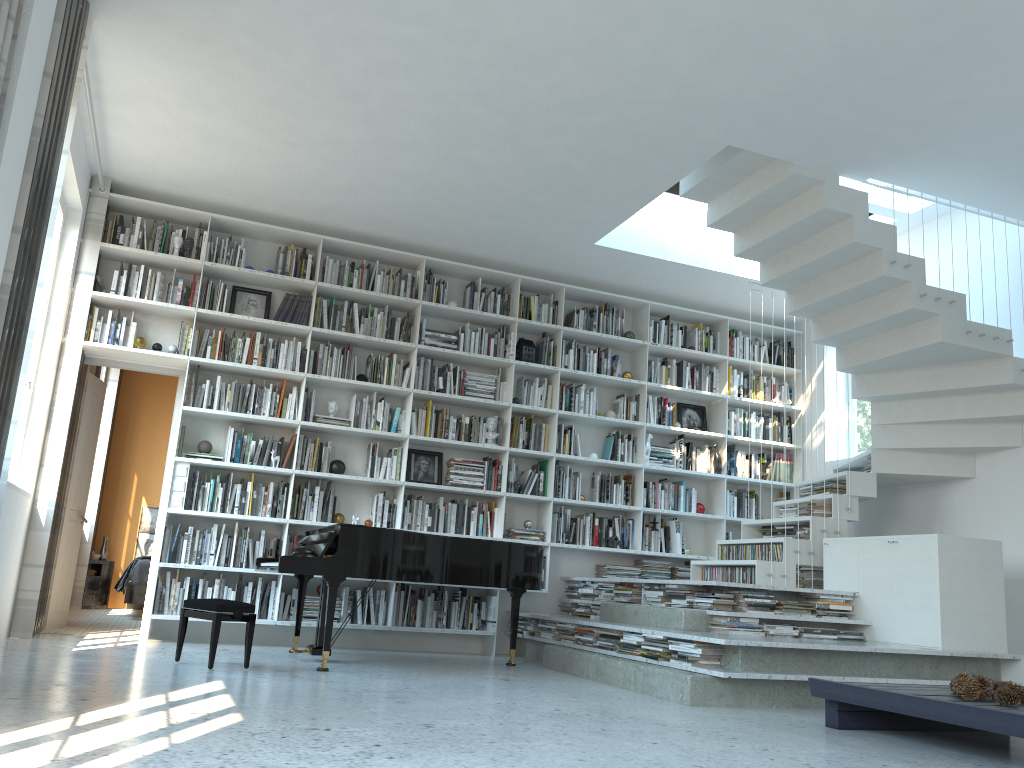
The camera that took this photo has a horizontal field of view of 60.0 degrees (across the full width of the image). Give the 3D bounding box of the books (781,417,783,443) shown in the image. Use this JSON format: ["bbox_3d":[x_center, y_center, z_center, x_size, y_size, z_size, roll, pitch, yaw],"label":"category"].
[{"bbox_3d":[2.541,0.464,8.492,0.013,0.282,0.149,9,-13,-20],"label":"books"}]

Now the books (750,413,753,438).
[{"bbox_3d":[2.211,0.419,8.353,0.022,0.262,0.173,9,-13,-20],"label":"books"}]

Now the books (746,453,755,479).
[{"bbox_3d":[2.212,0.786,8.296,0.029,0.258,0.171,9,-13,-20],"label":"books"}]

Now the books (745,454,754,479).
[{"bbox_3d":[2.192,0.786,8.276,0.022,0.246,0.181,9,-13,-20],"label":"books"}]

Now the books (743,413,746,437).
[{"bbox_3d":[2.148,0.412,8.333,0.013,0.259,0.158,9,-13,-20],"label":"books"}]

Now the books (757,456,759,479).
[{"bbox_3d":[2.266,0.802,8.326,0.025,0.248,0.134,9,-13,-20],"label":"books"}]

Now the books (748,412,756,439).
[{"bbox_3d":[2.235,0.414,8.369,0.030,0.283,0.166,9,-13,-20],"label":"books"}]

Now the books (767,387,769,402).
[{"bbox_3d":[2.406,0.133,8.507,0.034,0.182,0.157,9,-13,-20],"label":"books"}]

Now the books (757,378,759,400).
[{"bbox_3d":[2.272,0.071,8.367,0.013,0.222,0.175,9,-13,-20],"label":"books"}]

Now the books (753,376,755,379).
[{"bbox_3d":[2.242,0.059,8.367,0.022,0.242,0.145,9,-13,-20],"label":"books"}]

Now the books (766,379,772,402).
[{"bbox_3d":[2.442,0.095,8.507,0.022,0.260,0.160,9,-13,-20],"label":"books"}]

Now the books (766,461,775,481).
[{"bbox_3d":[2.385,0.834,8.344,0.089,0.216,0.167,9,-13,-20],"label":"books"}]

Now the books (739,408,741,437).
[{"bbox_3d":[2.094,0.388,8.327,0.022,0.296,0.162,9,-13,-20],"label":"books"}]

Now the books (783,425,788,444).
[{"bbox_3d":[2.563,0.506,8.475,0.029,0.195,0.192,9,-13,-20],"label":"books"}]

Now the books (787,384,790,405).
[{"bbox_3d":[2.631,0.135,8.591,0.040,0.246,0.160,9,-13,-20],"label":"books"}]

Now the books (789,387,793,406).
[{"bbox_3d":[2.661,0.150,8.580,0.011,0.216,0.170,9,-13,-20],"label":"books"}]

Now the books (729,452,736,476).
[{"bbox_3d":[2.016,0.760,8.207,0.022,0.242,0.171,9,-13,-20],"label":"books"}]

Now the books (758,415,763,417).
[{"bbox_3d":[2.345,0.442,8.434,0.010,0.273,0.130,9,-13,-20],"label":"books"}]

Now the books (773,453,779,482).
[{"bbox_3d":[2.460,0.805,8.381,0.033,0.293,0.169,9,-13,-20],"label":"books"}]

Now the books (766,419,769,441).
[{"bbox_3d":[2.384,0.465,8.441,0.028,0.236,0.146,9,-13,-20],"label":"books"}]

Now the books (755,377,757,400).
[{"bbox_3d":[2.257,0.064,8.373,0.012,0.237,0.166,9,-13,-20],"label":"books"}]

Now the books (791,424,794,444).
[{"bbox_3d":[2.641,0.508,8.512,0.021,0.218,0.184,9,-13,-20],"label":"books"}]

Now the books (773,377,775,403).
[{"bbox_3d":[2.471,0.090,8.532,0.023,0.286,0.163,9,-13,-20],"label":"books"}]

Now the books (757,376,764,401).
[{"bbox_3d":[2.290,0.070,8.399,0.042,0.241,0.248,9,-13,-20],"label":"books"}]

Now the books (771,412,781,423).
[{"bbox_3d":[2.527,0.440,8.500,0.013,0.329,0.140,9,-13,-20],"label":"books"}]

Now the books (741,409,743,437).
[{"bbox_3d":[2.113,0.390,8.322,0.012,0.292,0.166,9,-13,-20],"label":"books"}]

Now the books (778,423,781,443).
[{"bbox_3d":[2.492,0.487,8.450,0.025,0.211,0.188,9,-13,-20],"label":"books"}]

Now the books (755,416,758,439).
[{"bbox_3d":[2.274,0.438,8.396,0.012,0.253,0.161,9,-13,-20],"label":"books"}]

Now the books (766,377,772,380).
[{"bbox_3d":[2.451,0.086,8.537,0.011,0.293,0.151,9,-13,-20],"label":"books"}]

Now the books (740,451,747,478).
[{"bbox_3d":[2.110,0.765,8.241,0.056,0.261,0.177,9,-13,-20],"label":"books"}]

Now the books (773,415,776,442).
[{"bbox_3d":[2.448,0.449,8.444,0.013,0.276,0.188,9,-13,-20],"label":"books"}]

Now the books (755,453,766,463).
[{"bbox_3d":[2.330,0.795,8.342,0.026,0.277,0.170,9,-13,-20],"label":"books"}]

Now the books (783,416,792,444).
[{"bbox_3d":[2.615,0.468,8.508,0.042,0.291,0.186,9,-13,-20],"label":"books"}]

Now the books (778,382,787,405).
[{"bbox_3d":[2.600,0.125,8.581,0.029,0.257,0.163,9,-13,-20],"label":"books"}]

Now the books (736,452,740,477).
[{"bbox_3d":[2.051,0.764,8.219,0.026,0.245,0.181,9,-13,-20],"label":"books"}]

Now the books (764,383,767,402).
[{"bbox_3d":[2.371,0.107,8.471,0.013,0.212,0.187,9,-13,-20],"label":"books"}]

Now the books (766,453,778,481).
[{"bbox_3d":[2.425,0.802,8.368,0.072,0.291,0.169,9,-13,-20],"label":"books"}]

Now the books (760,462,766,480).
[{"bbox_3d":[2.313,0.833,8.298,0.024,0.180,0.191,9,-13,-20],"label":"books"}]

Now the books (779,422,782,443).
[{"bbox_3d":[2.512,0.488,8.468,0.025,0.219,0.178,9,-13,-20],"label":"books"}]

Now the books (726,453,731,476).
[{"bbox_3d":[1.965,0.762,8.216,0.066,0.236,0.144,9,-13,-20],"label":"books"}]

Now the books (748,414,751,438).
[{"bbox_3d":[2.189,0.418,8.347,0.024,0.258,0.156,9,-13,-20],"label":"books"}]

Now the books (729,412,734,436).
[{"bbox_3d":[2.006,0.393,8.266,0.023,0.247,0.182,9,-13,-20],"label":"books"}]

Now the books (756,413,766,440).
[{"bbox_3d":[2.362,0.434,8.437,0.024,0.291,0.132,9,-13,-20],"label":"books"}]

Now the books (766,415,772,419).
[{"bbox_3d":[2.435,0.445,8.444,0.012,0.282,0.152,9,-13,-20],"label":"books"}]

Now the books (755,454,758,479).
[{"bbox_3d":[2.250,0.796,8.317,0.012,0.253,0.161,9,-13,-20],"label":"books"}]

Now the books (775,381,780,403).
[{"bbox_3d":[2.514,0.112,8.541,0.070,0.253,0.154,9,-13,-20],"label":"books"}]

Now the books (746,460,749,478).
[{"bbox_3d":[2.144,0.806,8.247,0.023,0.189,0.170,9,-13,-20],"label":"books"}]

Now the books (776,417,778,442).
[{"bbox_3d":[2.468,0.456,8.448,0.028,0.267,0.173,9,-13,-20],"label":"books"}]

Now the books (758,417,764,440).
[{"bbox_3d":[2.308,0.443,8.386,0.045,0.244,0.177,9,-13,-20],"label":"books"}]

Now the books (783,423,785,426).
[{"bbox_3d":[2.576,0.499,8.519,0.024,0.229,0.131,9,-13,-20],"label":"books"}]

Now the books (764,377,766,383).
[{"bbox_3d":[2.382,0.081,8.508,0.024,0.280,0.153,9,-13,-20],"label":"books"}]

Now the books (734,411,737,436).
[{"bbox_3d":[2.035,0.396,8.289,0.026,0.256,0.173,9,-13,-20],"label":"books"}]

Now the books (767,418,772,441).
[{"bbox_3d":[2.414,0.459,8.442,0.025,0.252,0.160,9,-13,-20],"label":"books"}]

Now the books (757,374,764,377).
[{"bbox_3d":[2.358,0.068,8.488,0.010,0.294,0.165,9,-13,-20],"label":"books"}]

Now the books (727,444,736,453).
[{"bbox_3d":[2.028,0.728,8.238,0.012,0.321,0.142,9,-13,-20],"label":"books"}]

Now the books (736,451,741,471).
[{"bbox_3d":[2.069,0.760,8.240,0.022,0.265,0.157,9,-13,-20],"label":"books"}]

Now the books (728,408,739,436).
[{"bbox_3d":[2.060,0.382,8.287,0.014,0.285,0.186,9,-13,-20],"label":"books"}]

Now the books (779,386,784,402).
[{"bbox_3d":[2.557,0.138,8.550,0.023,0.213,0.181,9,-13,-20],"label":"books"}]

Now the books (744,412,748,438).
[{"bbox_3d":[2.163,0.411,8.348,0.025,0.270,0.153,9,-13,-20],"label":"books"}]

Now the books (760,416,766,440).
[{"bbox_3d":[2.337,0.442,8.405,0.023,0.257,0.184,9,-13,-20],"label":"books"}]
